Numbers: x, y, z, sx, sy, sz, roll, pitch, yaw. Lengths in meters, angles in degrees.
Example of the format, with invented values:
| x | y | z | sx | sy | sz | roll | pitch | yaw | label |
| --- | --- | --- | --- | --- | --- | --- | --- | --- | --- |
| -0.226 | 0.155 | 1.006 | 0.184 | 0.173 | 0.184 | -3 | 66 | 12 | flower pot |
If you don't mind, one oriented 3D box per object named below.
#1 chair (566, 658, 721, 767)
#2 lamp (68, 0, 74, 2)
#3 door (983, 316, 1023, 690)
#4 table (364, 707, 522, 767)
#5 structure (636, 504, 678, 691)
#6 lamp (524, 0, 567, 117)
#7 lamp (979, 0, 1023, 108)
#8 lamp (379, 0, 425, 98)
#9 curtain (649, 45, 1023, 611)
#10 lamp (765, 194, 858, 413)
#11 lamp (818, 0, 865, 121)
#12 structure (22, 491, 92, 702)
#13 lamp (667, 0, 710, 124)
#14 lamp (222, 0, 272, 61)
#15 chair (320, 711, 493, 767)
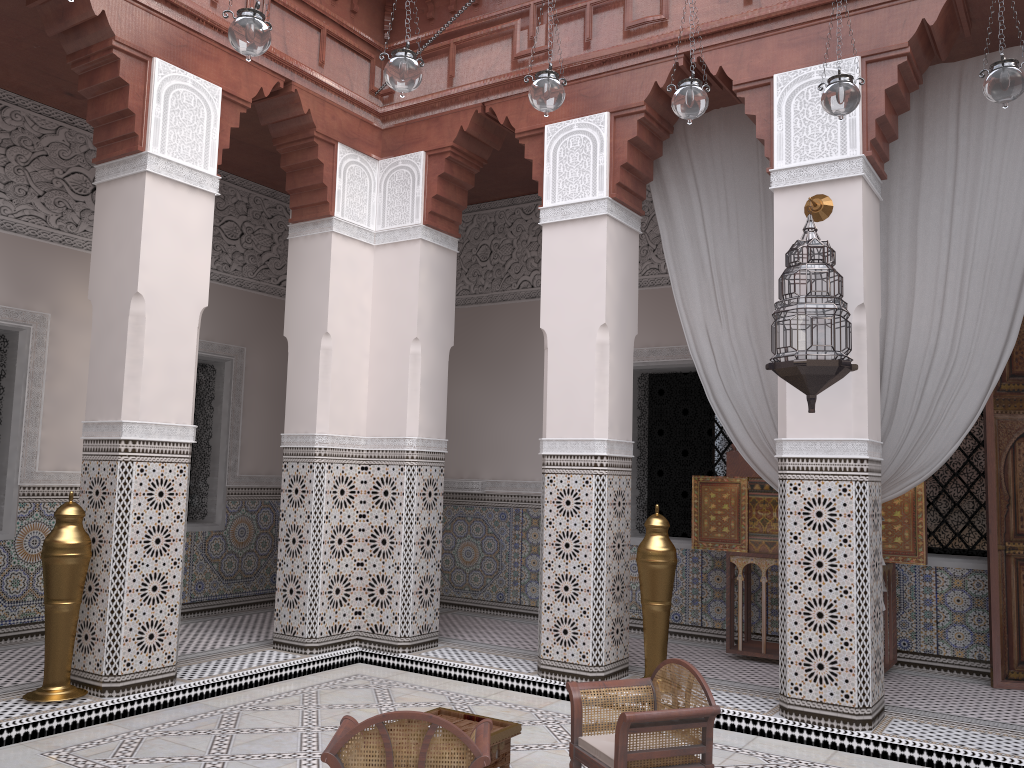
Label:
| x | y | z | sx | sy | sz | roll | pitch | yaw | label |
| --- | --- | --- | --- | --- | --- | --- | --- | --- | --- |
| 0.252 | 0.711 | 1.753 | 0.208 | 0.313 | 0.263 | 4 | -6 | -21 | chair |
| -0.736 | -0.820 | 1.492 | 0.090 | 0.371 | 0.091 | 7 | -8 | -42 | lamp |
| 2.154 | 0.226 | 2.691 | 1.244 | 1.461 | 0.419 | -2 | -7 | 33 | door |
| -0.165 | 0.799 | 1.880 | 0.229 | 0.142 | 0.330 | -2 | -7 | 33 | table |
| 0.436 | 0.636 | 2.680 | 0.156 | 0.539 | 0.156 | 1 | -6 | 5 | structure |
| 0.077 | -0.753 | 1.917 | 0.090 | 0.371 | 0.091 | -3 | -7 | 38 | lamp |
| 1.002 | -0.739 | 1.811 | 0.091 | 0.371 | 0.090 | 3 | -6 | -12 | lamp |
| -0.222 | -0.769 | 1.839 | 0.090 | 0.371 | 0.091 | -2 | -7 | 28 | lamp |
| 0.973 | -0.048 | 2.647 | 1.304 | 1.761 | 0.048 | -2 | -7 | 33 | curtain |
| 0.786 | -0.232 | 2.334 | 0.216 | 0.618 | 0.217 | -2 | -7 | 33 | lamp |
| 0.701 | -0.738 | 1.896 | 0.091 | 0.371 | 0.090 | 4 | -6 | -22 | lamp |
| -1.206 | 0.560 | 2.386 | 0.156 | 0.539 | 0.156 | 2 | -6 | -6 | structure |
| 0.388 | -0.743 | 1.935 | 0.091 | 0.371 | 0.090 | 7 | -8 | -42 | lamp |
| -0.496 | -0.792 | 1.696 | 0.090 | 0.371 | 0.091 | 0 | -6 | 13 | lamp |
| -0.165 | 0.666 | 1.435 | 0.263 | 0.313 | 0.208 | 2 | -6 | -1 | chair |
